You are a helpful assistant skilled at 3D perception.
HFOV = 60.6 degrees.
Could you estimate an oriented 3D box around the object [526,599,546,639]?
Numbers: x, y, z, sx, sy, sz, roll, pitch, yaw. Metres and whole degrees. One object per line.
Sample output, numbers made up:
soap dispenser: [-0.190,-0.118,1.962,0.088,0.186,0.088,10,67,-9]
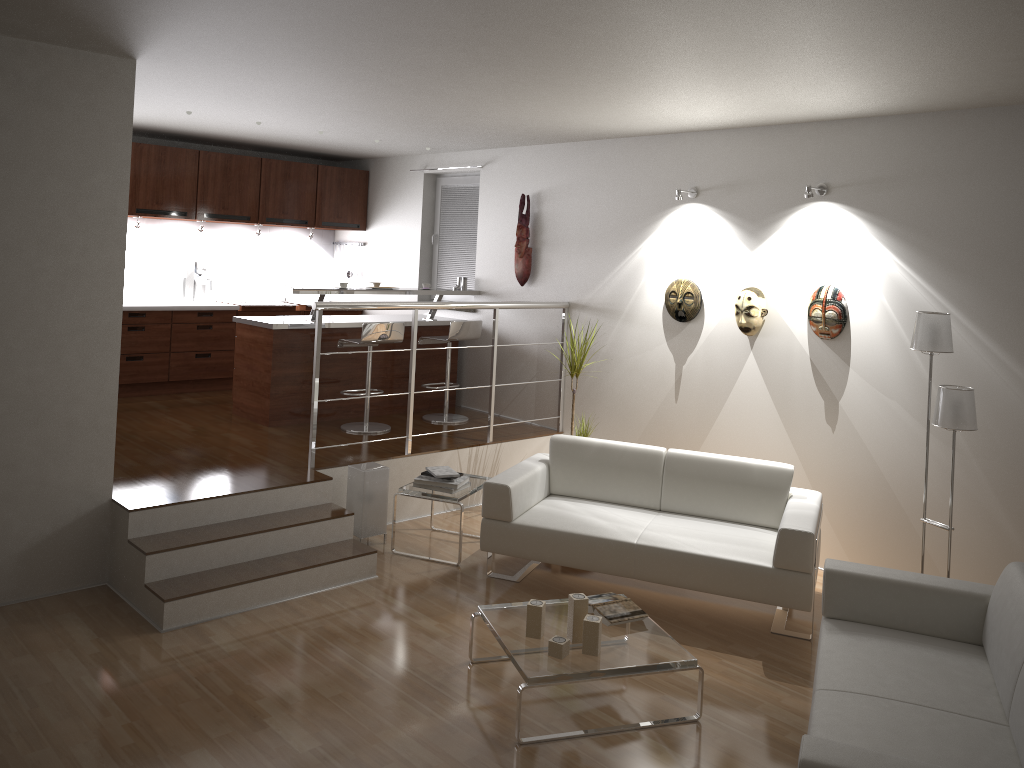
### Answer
object: [0.101,0.989,3.707,0.067,0.150,0.067,3,1,17]

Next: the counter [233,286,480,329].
counter: [-1.228,-0.681,7.583,2.103,0.317,0.846,-5,10,-43]

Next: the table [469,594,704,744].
table: [0.293,1.189,3.770,0.793,0.248,0.708,0,8,-18]

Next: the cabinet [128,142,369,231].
cabinet: [-2.729,-1.894,8.569,2.719,0.633,0.655,-5,8,-43]

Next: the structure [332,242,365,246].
structure: [-1.767,-1.514,9.460,0.048,0.034,0.602,-2,9,-43]

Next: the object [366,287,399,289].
object: [-1.086,-0.808,7.366,0.309,0.011,0.220,-4,11,-40]

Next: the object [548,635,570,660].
object: [0.190,1.056,3.535,0.067,0.074,0.067,5,4,32]

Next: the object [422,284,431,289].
object: [-0.742,-0.847,7.606,0.079,0.045,0.068,2,5,-6]

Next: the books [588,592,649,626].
books: [0.450,1.013,3.970,0.203,0.055,0.295,-1,9,-28]

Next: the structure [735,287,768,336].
structure: [1.559,-0.480,5.816,0.129,0.328,0.244,2,2,-43]

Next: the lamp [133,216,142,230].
lamp: [-3.329,-1.429,7.778,0.080,0.124,0.080,3,2,-4]

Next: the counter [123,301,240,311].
counter: [-3.570,-0.698,7.797,2.103,0.040,0.686,-5,11,-43]

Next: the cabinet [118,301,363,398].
cabinet: [-3.078,-0.362,8.270,3.504,0.796,0.685,-5,7,-43]

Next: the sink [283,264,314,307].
sink: [-2.069,-0.971,9.218,0.671,0.577,0.605,-1,6,-43]

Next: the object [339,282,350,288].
object: [-1.341,-0.787,6.991,0.079,0.045,0.067,3,5,1]

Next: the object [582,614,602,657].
object: [0.327,1.019,3.575,0.067,0.151,0.067,3,1,17]

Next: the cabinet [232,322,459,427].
cabinet: [-1.385,-0.149,7.553,1.848,0.747,0.638,-4,7,-43]

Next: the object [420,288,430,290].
object: [-0.751,-0.824,7.596,0.140,0.008,0.130,7,9,26]

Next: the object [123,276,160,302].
object: [-3.489,-0.890,8.170,0.369,0.240,0.157,-2,5,-43]

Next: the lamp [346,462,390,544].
lamp: [-0.912,0.759,5.521,0.192,0.480,0.200,2,1,-43]

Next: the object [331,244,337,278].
object: [-1.950,-1.346,9.586,0.033,0.382,0.065,3,-1,-43]

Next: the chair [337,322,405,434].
chair: [-1.108,-0.075,6.811,0.387,0.847,0.428,2,1,-39]

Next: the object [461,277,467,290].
object: [-0.431,-0.908,7.928,0.053,0.111,0.052,3,1,30]

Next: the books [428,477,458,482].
books: [-0.433,0.573,5.433,0.217,0.014,0.153,5,9,16]

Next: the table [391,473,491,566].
table: [-0.414,0.824,5.518,0.466,0.399,0.553,5,5,22]

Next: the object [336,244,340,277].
object: [-1.894,-1.340,9.545,0.008,0.377,0.033,4,-1,-43]

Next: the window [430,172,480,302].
window: [-0.492,-1.384,8.368,0.141,1.265,0.848,3,1,-43]

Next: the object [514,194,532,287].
object: [0.101,-1.220,7.433,0.151,0.788,0.151,3,0,2]

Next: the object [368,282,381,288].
object: [-1.124,-0.826,7.319,0.140,0.041,0.131,-4,10,-41]

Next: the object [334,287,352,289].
object: [-1.357,-0.764,6.983,0.129,0.008,0.141,-4,11,-40]

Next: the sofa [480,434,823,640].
sofa: [0.809,0.789,4.998,1.788,0.738,0.910,6,5,22]

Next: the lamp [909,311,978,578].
lamp: [2.159,0.476,4.427,0.208,1.668,0.366,3,0,-23]

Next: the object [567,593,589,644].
object: [0.276,0.978,3.682,0.067,0.196,0.067,3,0,-18]

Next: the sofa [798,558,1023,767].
sofa: [1.475,1.125,2.920,0.909,0.735,1.792,5,7,21]

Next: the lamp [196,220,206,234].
lamp: [-2.906,-1.466,8.174,0.080,0.124,0.080,3,2,-4]

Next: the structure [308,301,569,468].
structure: [-0.427,-0.069,6.303,2.324,1.047,0.057,-4,4,-43]

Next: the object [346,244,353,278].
object: [-1.725,-1.314,9.385,0.043,0.364,0.091,3,-1,-44]

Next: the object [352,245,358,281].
object: [-1.657,-1.287,9.280,0.024,0.381,0.072,4,-1,-43]

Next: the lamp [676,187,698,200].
lamp: [1.224,-1.347,6.190,0.191,0.108,0.081,-3,6,-43]

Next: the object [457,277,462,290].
object: [-0.475,-0.915,7.966,0.053,0.109,0.052,3,1,30]

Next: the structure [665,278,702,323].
structure: [1.201,-0.596,6.238,0.069,0.315,0.319,3,3,-43]

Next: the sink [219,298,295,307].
sink: [-2.557,-0.740,8.767,0.600,0.199,0.606,-4,10,-43]

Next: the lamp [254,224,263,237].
lamp: [-2.483,-1.503,8.570,0.080,0.124,0.080,3,2,-4]

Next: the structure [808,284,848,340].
structure: [1.946,-0.449,5.450,0.075,0.354,0.266,3,2,-43]

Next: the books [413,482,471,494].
books: [-0.435,0.621,5.432,0.289,0.027,0.228,7,9,26]

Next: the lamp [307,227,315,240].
lamp: [-2.061,-1.540,8.966,0.080,0.124,0.080,3,2,-4]

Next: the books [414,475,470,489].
books: [-0.434,0.594,5.432,0.288,0.027,0.228,5,9,16]

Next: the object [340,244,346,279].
object: [-1.817,-1.322,9.453,0.020,0.377,0.107,4,-1,-43]

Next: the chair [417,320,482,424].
chair: [-0.528,-0.126,7.354,0.428,0.847,0.386,4,1,42]

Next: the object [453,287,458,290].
object: [-0.510,-0.863,7.910,0.051,0.019,0.051,-3,9,-40]

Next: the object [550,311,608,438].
object: [0.436,0.220,6.271,0.500,1.472,0.442,3,0,-30]

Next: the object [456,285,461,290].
object: [-0.486,-0.875,7.904,0.051,0.045,0.051,3,4,4]

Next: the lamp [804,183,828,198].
lamp: [1.892,-1.210,5.476,0.191,0.108,0.081,-3,6,-43]

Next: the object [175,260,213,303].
object: [-3.063,-0.999,8.503,0.329,0.404,0.164,0,2,-43]
